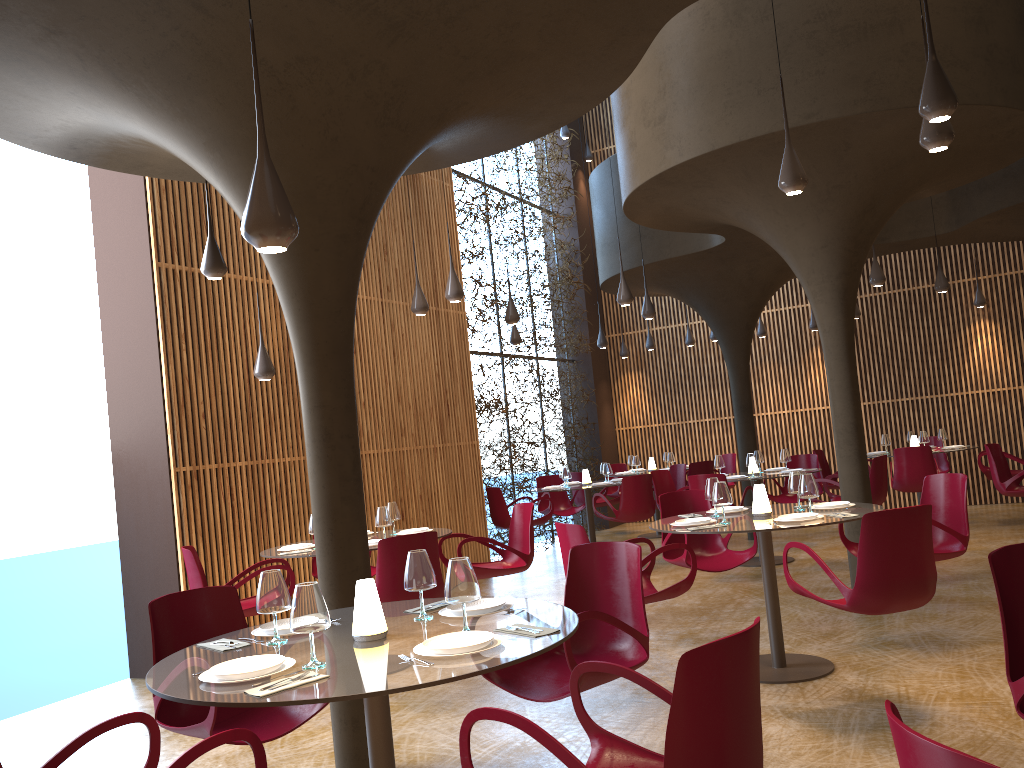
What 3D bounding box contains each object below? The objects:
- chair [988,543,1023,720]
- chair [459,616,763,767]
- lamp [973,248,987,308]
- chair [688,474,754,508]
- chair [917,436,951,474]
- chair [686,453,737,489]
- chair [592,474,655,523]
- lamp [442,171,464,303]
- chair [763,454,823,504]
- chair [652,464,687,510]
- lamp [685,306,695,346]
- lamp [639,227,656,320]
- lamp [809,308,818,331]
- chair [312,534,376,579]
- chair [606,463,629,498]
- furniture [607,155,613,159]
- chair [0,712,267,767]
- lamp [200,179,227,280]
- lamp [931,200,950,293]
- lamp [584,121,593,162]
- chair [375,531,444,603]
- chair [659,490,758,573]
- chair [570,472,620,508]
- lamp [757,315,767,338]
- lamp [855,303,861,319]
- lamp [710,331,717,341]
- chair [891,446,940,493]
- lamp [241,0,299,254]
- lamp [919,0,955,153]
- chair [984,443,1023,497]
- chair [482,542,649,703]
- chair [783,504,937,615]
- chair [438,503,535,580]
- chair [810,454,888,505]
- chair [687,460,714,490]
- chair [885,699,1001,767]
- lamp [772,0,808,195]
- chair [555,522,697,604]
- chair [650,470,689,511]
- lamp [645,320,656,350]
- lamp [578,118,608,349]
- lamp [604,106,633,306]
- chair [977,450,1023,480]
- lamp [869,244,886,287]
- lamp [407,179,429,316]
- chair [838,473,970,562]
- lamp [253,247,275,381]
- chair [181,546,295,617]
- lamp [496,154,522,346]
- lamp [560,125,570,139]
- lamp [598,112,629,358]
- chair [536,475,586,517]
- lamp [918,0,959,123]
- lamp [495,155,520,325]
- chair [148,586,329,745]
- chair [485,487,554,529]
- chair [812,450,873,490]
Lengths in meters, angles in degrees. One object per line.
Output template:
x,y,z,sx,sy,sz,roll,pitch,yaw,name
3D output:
2.068,0.886,2.953,0.625,0.635,0.874,-5,-3,-9,chair
0.353,1.045,2.712,0.874,0.635,0.624,-9,-4,40,chair
7.531,-4.402,14.974,0.196,6.270,0.195,-8,-3,43,lamp
2.468,1.358,10.550,0.626,0.635,0.872,-8,-4,33,chair
6.640,1.176,14.159,0.626,0.635,0.872,-7,-4,28,chair
3.603,1.597,15.815,0.872,0.635,0.626,-4,-3,-22,chair
1.549,1.549,11.992,0.624,0.635,0.874,-5,-4,-22,chair
-0.889,-3.943,9.054,0.195,6.270,0.196,-4,-3,-35,lamp
3.956,1.329,12.374,0.626,0.635,0.872,-8,-4,38,chair
2.266,1.579,13.520,0.872,0.635,0.626,-4,-3,-22,chair
3.020,-3.826,16.697,0.196,6.270,0.196,-6,-2,13,lamp
1.525,-3.989,12.029,0.196,6.270,0.196,-5,-2,-17,lamp
5.153,-4.081,16.146,0.195,6.270,0.196,-4,-3,-37,lamp
-1.710,1.677,8.973,0.624,0.635,0.874,-5,-4,-22,chair
2.076,1.791,16.386,0.624,0.635,0.874,-5,-3,-17,chair
3.247,-2.972,14.026,3.884,1.046,3.795,-6,-4,4,furniture
-1.277,1.206,2.645,0.626,0.635,0.872,-8,-4,35,chair
-2.580,-3.918,6.876,0.196,6.270,0.196,-6,-2,3,lamp
5.634,-4.384,12.381,0.196,6.270,0.195,-8,-3,43,lamp
1.440,-5.616,17.995,0.195,2.221,0.196,-4,-3,-37,lamp
-0.886,1.445,6.774,0.624,0.635,0.874,-4,-4,-27,chair
1.610,1.242,7.538,0.625,0.635,0.874,-5,-3,-10,chair
1.410,1.764,14.979,0.872,0.635,0.626,-4,-4,-27,chair
4.281,-3.974,16.407,0.196,6.270,0.196,-8,-3,43,lamp
5.352,-4.194,14.765,0.196,6.270,0.195,-8,-3,43,lamp
3.371,-3.896,16.192,0.196,6.270,0.196,-8,-3,43,lamp
5.489,1.155,12.104,0.625,0.635,0.873,-7,-4,23,chair
-1.145,-3.578,3.183,0.196,6.270,0.195,-8,-3,43,lamp
2.212,-4.507,5.386,0.196,6.270,0.196,-7,-3,33,lamp
5.973,0.978,10.220,0.874,0.635,0.624,-9,-4,43,chair
0.292,1.164,4.398,0.626,0.635,0.872,-8,-4,40,chair
2.128,1.041,5.346,0.624,0.635,0.874,-5,-3,-15,chair
-0.190,1.474,8.260,0.872,0.635,0.626,-4,-3,-22,chair
4.095,1.202,10.693,0.874,0.635,0.624,-8,-4,38,chair
2.887,1.567,14.287,0.624,0.635,0.874,-5,-4,-22,chair
1.163,0.886,1.585,0.872,0.635,0.626,-6,-3,-4,chair
1.575,-4.396,6.069,0.196,6.270,0.196,-7,-3,33,lamp
0.760,1.241,6.234,0.872,0.635,0.626,-5,-3,-20,chair
2.346,1.475,12.100,0.874,0.635,0.624,-9,-4,43,chair
2.276,-3.752,16.670,0.195,6.270,0.196,-4,-3,-37,lamp
1.253,-3.732,15.419,0.195,6.270,0.196,-4,-3,-37,lamp
1.016,-4.038,10.528,0.196,6.270,0.196,-5,-2,-17,lamp
7.067,1.023,12.529,0.874,0.635,0.625,-8,-4,28,chair
4.203,-4.326,11.072,0.195,6.270,0.196,-5,-3,-27,lamp
-1.302,-3.859,9.675,0.196,6.270,0.196,-7,-3,35,lamp
3.045,1.044,6.764,0.872,0.635,0.626,-5,-3,-15,chair
-2.590,-3.152,8.290,0.196,6.270,0.196,-6,-2,3,lamp
-2.284,1.632,7.437,0.872,0.635,0.626,-5,-3,-17,chair
-0.254,-3.702,13.596,0.195,6.270,0.196,-4,-3,-37,lamp
0.879,-5.661,16.480,0.195,2.221,0.196,-4,-3,-37,lamp
1.935,-3.639,17.839,0.195,6.270,0.196,-4,-3,-37,lamp
0.738,1.773,14.091,0.624,0.635,0.874,-5,-3,-17,chair
1.951,-4.518,4.826,0.195,6.270,0.196,-5,-3,-27,lamp
-0.305,-3.858,11.199,0.196,6.270,0.196,-6,-2,3,lamp
-1.328,1.316,4.199,0.624,0.635,0.874,-3,-4,-45,chair
0.072,1.746,12.684,0.872,0.635,0.626,-4,-4,-27,chair
5.101,1.296,13.608,0.874,0.635,0.625,-8,-4,33,chair
